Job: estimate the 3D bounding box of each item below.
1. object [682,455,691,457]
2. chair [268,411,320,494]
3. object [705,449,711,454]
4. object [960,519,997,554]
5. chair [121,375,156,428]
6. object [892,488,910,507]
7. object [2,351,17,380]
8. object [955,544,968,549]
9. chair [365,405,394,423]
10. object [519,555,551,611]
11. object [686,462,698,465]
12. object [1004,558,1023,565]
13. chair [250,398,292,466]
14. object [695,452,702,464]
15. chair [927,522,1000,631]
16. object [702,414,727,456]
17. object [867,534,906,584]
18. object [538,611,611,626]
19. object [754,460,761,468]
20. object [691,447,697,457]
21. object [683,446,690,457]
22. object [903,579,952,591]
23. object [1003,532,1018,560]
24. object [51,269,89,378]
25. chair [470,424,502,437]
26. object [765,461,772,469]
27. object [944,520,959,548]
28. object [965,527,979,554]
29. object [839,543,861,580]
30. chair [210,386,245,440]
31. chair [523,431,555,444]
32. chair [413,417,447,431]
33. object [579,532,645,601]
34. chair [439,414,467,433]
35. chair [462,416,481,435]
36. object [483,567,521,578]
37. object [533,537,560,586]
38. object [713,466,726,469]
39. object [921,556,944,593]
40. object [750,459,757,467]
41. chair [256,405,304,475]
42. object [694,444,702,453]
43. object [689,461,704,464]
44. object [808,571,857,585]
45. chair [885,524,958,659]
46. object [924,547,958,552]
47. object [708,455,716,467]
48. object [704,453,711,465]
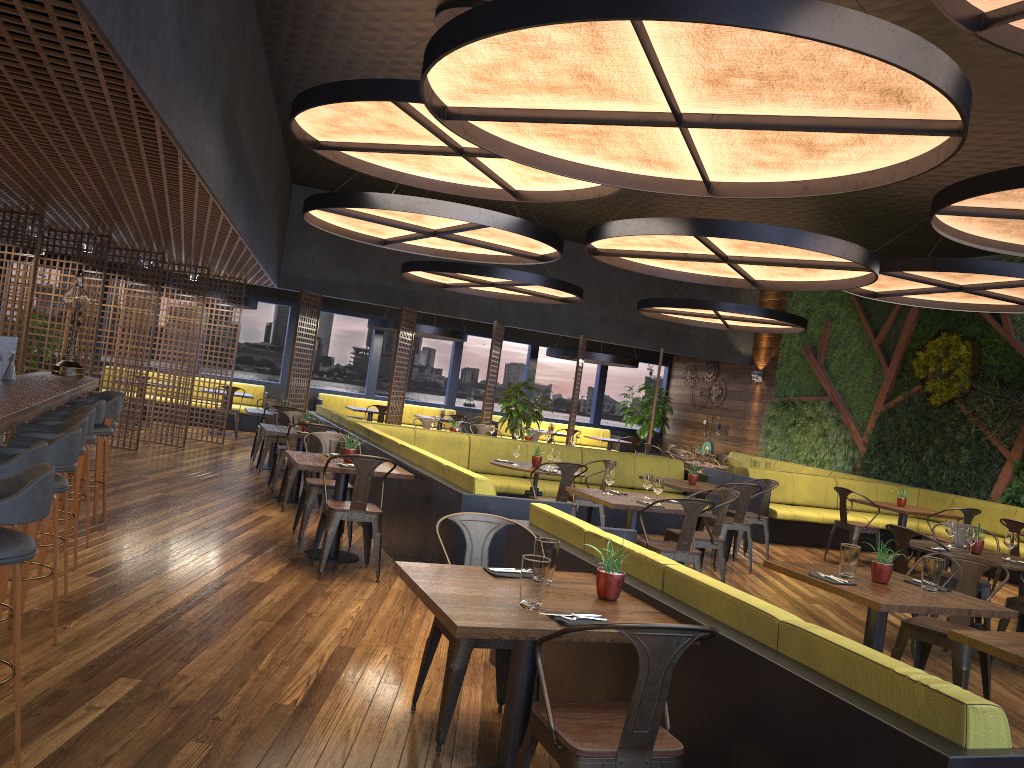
[{"bbox_3d":[3.188,1.308,16.267,0.255,0.019,0.157,8,0,-21],"label":"object"},{"bbox_3d":[-2.519,0.789,10.251,0.504,0.917,0.541,8,0,-20],"label":"chair"},{"bbox_3d":[3.518,1.271,15.944,0.102,0.178,0.102,8,0,15],"label":"object"},{"bbox_3d":[3.569,1.167,6.829,0.260,0.271,0.238,8,0,19],"label":"object"},{"bbox_3d":[-6.327,0.294,15.069,0.504,0.917,0.541,8,0,-20],"label":"chair"},{"bbox_3d":[4.748,1.359,10.812,0.260,0.271,0.238,8,0,19],"label":"object"},{"bbox_3d":[-3.562,-0.134,6.297,0.114,0.203,0.069,8,0,14],"label":"object"},{"bbox_3d":[3.665,1.313,7.149,0.157,0.019,0.255,8,0,22],"label":"object"},{"bbox_3d":[-2.508,0.835,16.496,0.504,0.917,0.541,8,0,-20],"label":"chair"},{"bbox_3d":[0.075,0.703,3.135,0.102,0.178,0.102,8,0,15],"label":"object"},{"bbox_3d":[2.795,1.237,13.914,0.157,0.019,0.255,8,0,-21],"label":"object"},{"bbox_3d":[3.763,1.323,6.584,0.157,0.019,0.255,8,-1,-42],"label":"object"},{"bbox_3d":[-3.465,0.676,12.764,0.504,0.917,0.541,8,0,-20],"label":"chair"},{"bbox_3d":[2.935,1.176,14.018,0.102,0.178,0.102,8,0,-35],"label":"object"},{"bbox_3d":[3.706,1.633,7.327,0.504,0.917,0.541,8,0,19],"label":"chair"},{"bbox_3d":[4.212,1.434,18.697,0.459,1.615,0.848,8,0,-20],"label":"object"},{"bbox_3d":[1.992,0.934,4.775,0.238,0.271,0.260,8,0,19],"label":"object"},{"bbox_3d":[0.216,0.803,3.052,0.255,0.019,0.157,8,0,-21],"label":"object"},{"bbox_3d":[3.916,1.314,14.182,0.102,0.178,0.102,8,0,15],"label":"object"},{"bbox_3d":[3.301,1.242,16.136,0.102,0.178,0.102,8,0,15],"label":"object"},{"bbox_3d":[3.139,1.219,15.993,0.102,0.178,0.102,8,0,-35],"label":"object"},{"bbox_3d":[2.298,1.104,4.864,0.157,0.019,0.255,8,0,-21],"label":"object"},{"bbox_3d":[3.797,1.234,6.758,0.097,0.206,0.097,8,0,21],"label":"object"},{"bbox_3d":[-3.886,-0.541,7.893,0.263,0.944,0.566,8,0,-28],"label":"object"},{"bbox_3d":[-0.441,1.102,13.746,0.504,0.917,0.541,8,0,-20],"label":"chair"},{"bbox_3d":[4.144,1.347,14.358,0.102,0.178,0.102,8,0,-35],"label":"object"},{"bbox_3d":[3.515,1.197,7.094,0.097,0.206,0.097,8,0,-14],"label":"object"},{"bbox_3d":[3.452,1.186,6.660,0.097,0.206,0.097,8,-1,41],"label":"object"},{"bbox_3d":[1.810,0.955,4.767,0.102,0.178,0.102,8,0,35],"label":"object"},{"bbox_3d":[-4.999,0.482,15.565,0.504,0.917,0.541,8,0,-20],"label":"chair"},{"bbox_3d":[0.396,1.221,14.059,0.504,0.917,0.541,8,0,-20],"label":"chair"},{"bbox_3d":[-1.282,0.983,13.432,0.504,0.917,0.541,8,0,-20],"label":"chair"},{"bbox_3d":[0.395,0.703,3.467,0.238,0.271,0.260,8,0,-15],"label":"object"},{"bbox_3d":[-1.180,1.023,16.992,0.504,0.917,0.541,8,0,-20],"label":"chair"},{"bbox_3d":[-0.852,1.074,17.847,0.541,0.917,0.504,8,0,-20],"label":"chair"},{"bbox_3d":[0.017,0.779,3.686,0.255,0.019,0.157,8,0,-21],"label":"object"},{"bbox_3d":[0.130,0.714,3.556,0.102,0.178,0.102,8,0,-35],"label":"object"},{"bbox_3d":[3.218,1.294,13.756,0.255,0.019,0.157,8,0,-21],"label":"object"},{"bbox_3d":[2.227,1.013,4.711,0.102,0.178,0.102,8,0,-15],"label":"object"},{"bbox_3d":[3.961,1.323,14.561,0.102,0.178,0.102,8,0,-35],"label":"object"},{"bbox_3d":[-3.043,0.726,11.614,0.504,0.917,0.541,8,0,-20],"label":"chair"},{"bbox_3d":[3.348,1.200,15.945,0.238,0.271,0.260,8,0,1],"label":"object"},{"bbox_3d":[2.997,1.268,14.336,0.157,0.019,0.255,8,0,-21],"label":"object"},{"bbox_3d":[1.670,1.016,4.664,0.157,0.019,0.255,8,0,-21],"label":"object"},{"bbox_3d":[3.046,1.537,6.644,0.541,0.917,0.504,8,0,-20],"label":"chair"},{"bbox_3d":[3.286,1.258,6.739,0.255,0.019,0.157,8,0,-22],"label":"object"},{"bbox_3d":[3.127,1.202,13.887,0.102,0.178,0.102,8,0,15],"label":"object"},{"bbox_3d":[3.131,1.205,14.251,0.102,0.178,0.102,8,0,-35],"label":"object"}]
